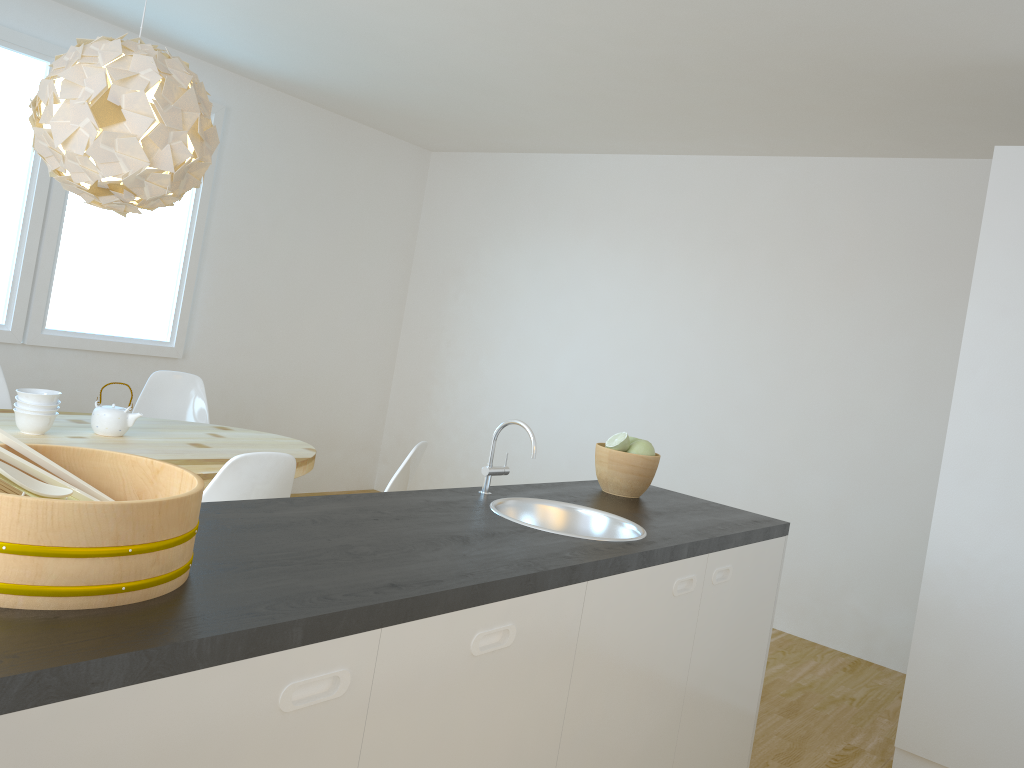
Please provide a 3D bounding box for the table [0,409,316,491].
[{"bbox_3d":[-1.714,0.561,3.300,1.200,0.725,2.181,11,3,35],"label":"table"}]

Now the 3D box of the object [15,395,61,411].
[{"bbox_3d":[-1.762,0.095,3.281,0.151,0.096,0.151,8,3,-36],"label":"object"}]

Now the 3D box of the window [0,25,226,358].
[{"bbox_3d":[-1.564,-0.552,3.978,2.563,2.053,1.871,11,2,37],"label":"window"}]

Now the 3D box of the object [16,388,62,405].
[{"bbox_3d":[-1.761,0.067,3.282,0.151,0.087,0.152,9,3,-25],"label":"object"}]

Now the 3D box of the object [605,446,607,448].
[{"bbox_3d":[0.329,0.222,2.806,0.081,0.085,0.098,10,2,2],"label":"object"}]

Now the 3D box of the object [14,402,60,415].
[{"bbox_3d":[-1.768,0.119,3.283,0.151,0.093,0.152,9,2,-14],"label":"object"}]

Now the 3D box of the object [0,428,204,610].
[{"bbox_3d":[-0.667,0.152,1.264,0.428,0.214,0.380,9,3,-25],"label":"object"}]

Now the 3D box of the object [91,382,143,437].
[{"bbox_3d":[-1.569,0.099,3.501,0.178,0.211,0.146,10,1,36],"label":"object"}]

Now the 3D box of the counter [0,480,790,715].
[{"bbox_3d":[-0.076,0.338,2.017,0.604,0.040,2.390,12,4,37],"label":"counter"}]

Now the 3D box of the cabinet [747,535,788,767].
[{"bbox_3d":[-0.156,0.806,2.014,0.604,0.909,2.390,10,2,37],"label":"cabinet"}]

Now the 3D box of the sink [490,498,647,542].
[{"bbox_3d":[0.130,0.414,2.247,0.403,0.157,0.405,9,3,-11],"label":"sink"}]

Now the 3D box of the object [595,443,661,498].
[{"bbox_3d":[0.355,0.276,2.794,0.205,0.142,0.206,10,2,-2],"label":"object"}]

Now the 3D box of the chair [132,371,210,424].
[{"bbox_3d":[-1.726,0.409,4.401,0.428,0.901,0.525,10,1,-23],"label":"chair"}]

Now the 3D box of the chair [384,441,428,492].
[{"bbox_3d":[-0.687,0.632,3.589,0.524,0.902,0.429,10,0,7],"label":"chair"}]

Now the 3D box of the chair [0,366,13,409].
[{"bbox_3d":[-2.284,0.349,3.765,0.526,0.902,0.428,10,0,37],"label":"chair"}]

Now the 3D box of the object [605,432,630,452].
[{"bbox_3d":[0.328,0.181,2.742,0.073,0.072,0.078,9,2,-28],"label":"object"}]

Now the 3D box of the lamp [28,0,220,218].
[{"bbox_3d":[-1.376,-1.181,3.269,0.650,1.135,0.636,10,1,36],"label":"lamp"}]

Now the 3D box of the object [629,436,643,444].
[{"bbox_3d":[0.399,0.202,2.847,0.083,0.065,0.086,8,2,-41],"label":"object"}]

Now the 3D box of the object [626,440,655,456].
[{"bbox_3d":[0.396,0.221,2.758,0.101,0.098,0.087,9,1,-32],"label":"object"}]

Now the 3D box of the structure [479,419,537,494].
[{"bbox_3d":[0.013,0.203,2.396,0.163,0.215,0.096,10,1,37],"label":"structure"}]

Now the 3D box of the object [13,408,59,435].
[{"bbox_3d":[-1.773,0.141,3.286,0.151,0.082,0.152,9,2,-14],"label":"object"}]
